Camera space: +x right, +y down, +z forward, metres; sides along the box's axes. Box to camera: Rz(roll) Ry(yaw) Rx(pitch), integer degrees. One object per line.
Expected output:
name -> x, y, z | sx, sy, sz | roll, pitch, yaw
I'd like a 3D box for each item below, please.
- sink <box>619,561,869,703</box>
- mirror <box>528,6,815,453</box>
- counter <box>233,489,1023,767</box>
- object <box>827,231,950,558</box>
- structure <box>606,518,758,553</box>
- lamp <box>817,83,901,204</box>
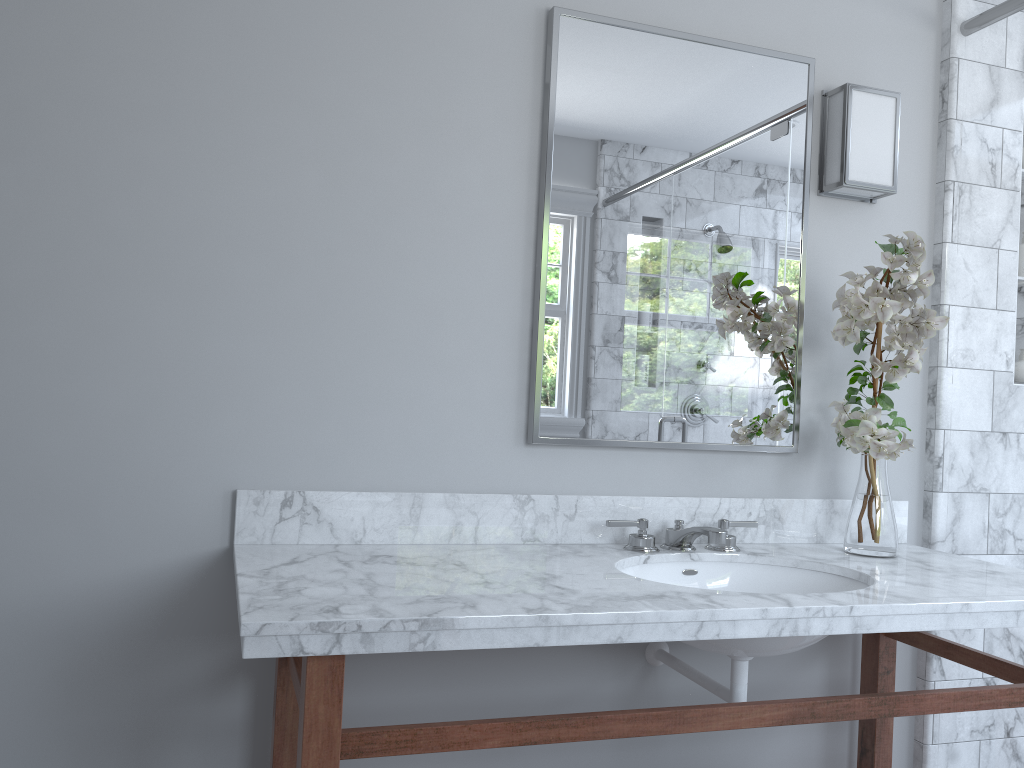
sink -> 0.435, 0.524, 1.768 | 0.517, 0.270, 0.494 | 2, -2, 31
mirror -> 0.393, -0.336, 2.087 | 0.694, 0.977, 0.030 | 3, -1, -18
counter -> 0.306, 0.746, 1.731 | 1.657, 0.983, 0.638 | 3, -1, -18
object -> 0.832, 0.041, 1.987 | 0.225, 0.706, 0.374 | 3, -1, 13
structure -> 0.386, 0.338, 1.996 | 0.256, 0.069, 0.295 | 2, -2, 31
lamp -> 0.870, -0.601, 2.213 | 0.175, 0.266, 0.091 | 3, -1, -18
